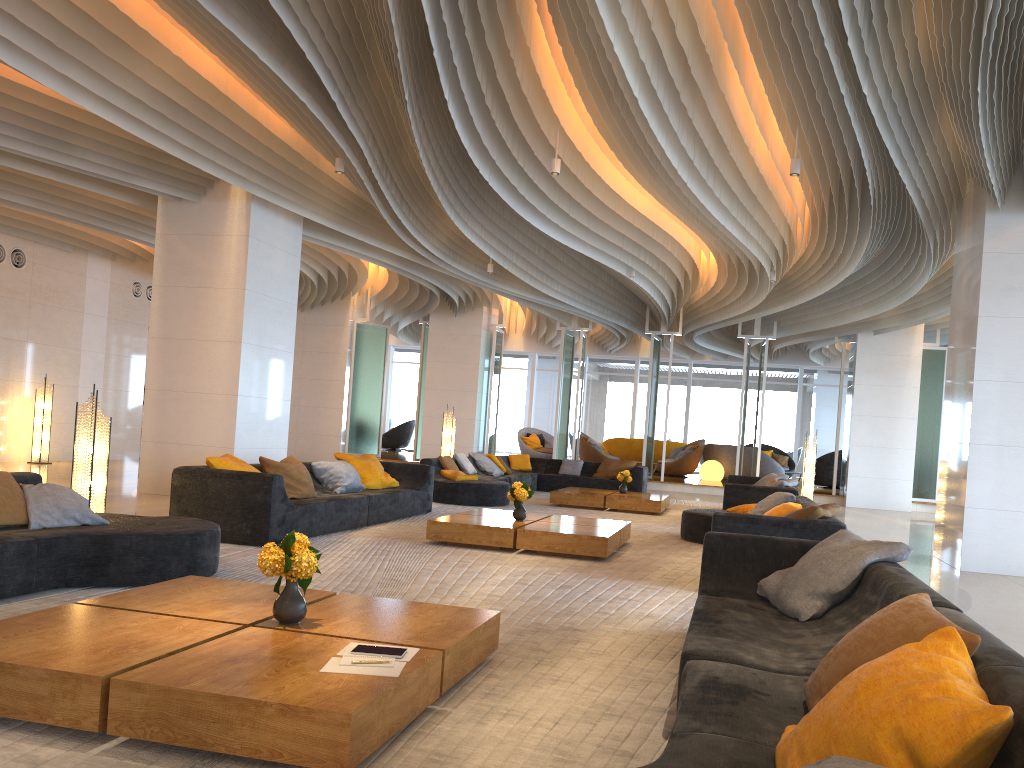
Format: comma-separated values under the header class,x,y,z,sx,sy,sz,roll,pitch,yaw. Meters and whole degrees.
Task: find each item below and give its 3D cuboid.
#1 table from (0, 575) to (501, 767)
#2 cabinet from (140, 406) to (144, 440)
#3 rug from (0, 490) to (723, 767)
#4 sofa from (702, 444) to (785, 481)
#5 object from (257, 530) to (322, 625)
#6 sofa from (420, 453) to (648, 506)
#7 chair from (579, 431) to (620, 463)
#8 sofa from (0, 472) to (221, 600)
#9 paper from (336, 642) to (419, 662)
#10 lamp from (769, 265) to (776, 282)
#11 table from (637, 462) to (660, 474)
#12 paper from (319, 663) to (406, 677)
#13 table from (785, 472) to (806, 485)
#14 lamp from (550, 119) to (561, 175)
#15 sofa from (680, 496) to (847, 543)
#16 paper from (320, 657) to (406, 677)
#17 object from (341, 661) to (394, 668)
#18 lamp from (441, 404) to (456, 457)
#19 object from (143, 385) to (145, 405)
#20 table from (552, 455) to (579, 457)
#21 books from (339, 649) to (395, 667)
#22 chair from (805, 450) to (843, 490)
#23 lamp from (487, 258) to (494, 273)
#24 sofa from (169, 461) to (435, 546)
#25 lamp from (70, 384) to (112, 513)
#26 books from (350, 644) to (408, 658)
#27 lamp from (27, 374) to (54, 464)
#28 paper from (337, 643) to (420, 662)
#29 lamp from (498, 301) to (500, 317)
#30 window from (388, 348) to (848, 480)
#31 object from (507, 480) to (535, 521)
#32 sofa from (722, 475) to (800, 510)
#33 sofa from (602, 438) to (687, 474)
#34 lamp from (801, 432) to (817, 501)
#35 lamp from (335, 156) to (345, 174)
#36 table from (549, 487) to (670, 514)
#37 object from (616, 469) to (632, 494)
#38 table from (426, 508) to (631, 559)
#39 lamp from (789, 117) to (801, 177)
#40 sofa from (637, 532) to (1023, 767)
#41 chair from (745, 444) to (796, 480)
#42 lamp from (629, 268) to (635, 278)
class,x,y,z,sx,sy,sz,roll,pitch,yaw
table,-1.033,1.051,3.459,1.587,0.220,1.616,3,-3,14
cabinet,-7.301,0.800,18.082,0.554,0.661,1.525,4,-3,14
rug,0.299,1.535,8.671,5.464,0.022,16.376,3,-3,14
sofa,5.653,1.978,21.923,1.127,0.900,2.524,5,-3,-26
object,-0.889,0.767,3.547,0.263,0.377,0.238,4,-1,16
sofa,0.517,1.513,14.208,2.800,0.653,5.137,3,-3,14
chair,2.151,1.695,22.230,1.121,1.005,1.539,3,-2,22
sofa,-2.649,0.837,4.976,1.343,0.576,2.274,3,-3,14
paper,-0.479,0.965,3.197,0.262,0.001,0.197,4,-3,5
lamp,3.850,-2.245,12.927,0.090,1.505,0.087,4,0,-31
table,3.226,2.105,22.034,0.821,0.318,1.078,4,-3,-4
paper,-0.497,0.952,2.986,0.259,0.001,0.190,4,-3,0
table,7.058,2.403,22.573,1.090,0.318,0.811,5,-3,-15
lamp,0.458,-2.728,8.351,0.090,1.505,0.088,4,0,-13
sofa,2.185,1.344,8.162,1.340,0.582,4.180,3,-3,13
paper,-0.497,0.952,2.986,0.256,0.001,0.186,4,-3,0
object,-0.494,0.948,3.041,0.181,0.014,0.105,4,-3,-6
lamp,-1.101,1.066,15.233,0.248,1.450,0.252,4,0,14
object,-7.271,0.201,17.699,0.266,0.496,0.236,4,0,1
table,1.629,2.100,24.053,1.067,0.318,0.829,3,-3,20
books,-0.498,0.953,3.094,0.182,0.011,0.211,4,-3,-5
chair,7.971,2.083,21.822,1.532,1.005,1.127,5,-2,-14
lamp,-0.289,-2.487,13.859,0.090,1.505,0.087,4,0,-31
sofa,-1.847,1.095,8.815,0.933,0.582,3.813,3,-3,14
lamp,-3.238,0.595,6.818,0.248,1.197,0.252,4,0,14
books,-0.474,0.955,3.171,0.181,0.011,0.112,4,-3,4
lamp,-7.582,0.561,14.328,0.248,1.450,0.252,4,0,14
paper,-0.477,0.964,3.192,0.256,0.001,0.187,4,-3,5
lamp,-0.329,-2.031,22.488,0.088,1.505,0.090,4,0,23
window,5.024,0.079,9.729,22.440,3.219,53.803,5,-3,-20
object,0.071,1.087,8.291,0.232,0.377,0.270,3,-1,36
sofa,3.581,1.696,12.928,0.933,0.582,3.813,3,-3,14
sofa,3.625,1.941,23.926,2.557,0.901,1.113,4,-2,3
lamp,4.979,1.474,14.861,0.248,1.450,0.252,4,0,14
lamp,-1.665,-2.852,8.821,0.089,1.505,0.089,4,0,5
table,1.517,1.759,13.391,1.587,0.220,1.616,3,-3,14
object,1.710,1.479,13.504,0.271,0.377,0.231,5,-1,-44
table,0.224,1.400,8.355,1.587,0.220,1.616,3,-3,14
lamp,2.564,-2.605,7.875,0.089,1.505,0.089,4,0,5
sofa,0.956,0.974,2.826,1.321,0.582,4.239,3,-3,21
chair,6.798,2.097,23.636,1.522,1.005,1.134,4,-2,-4
lamp,1.861,-2.362,13.374,0.090,1.505,0.087,4,0,-31
